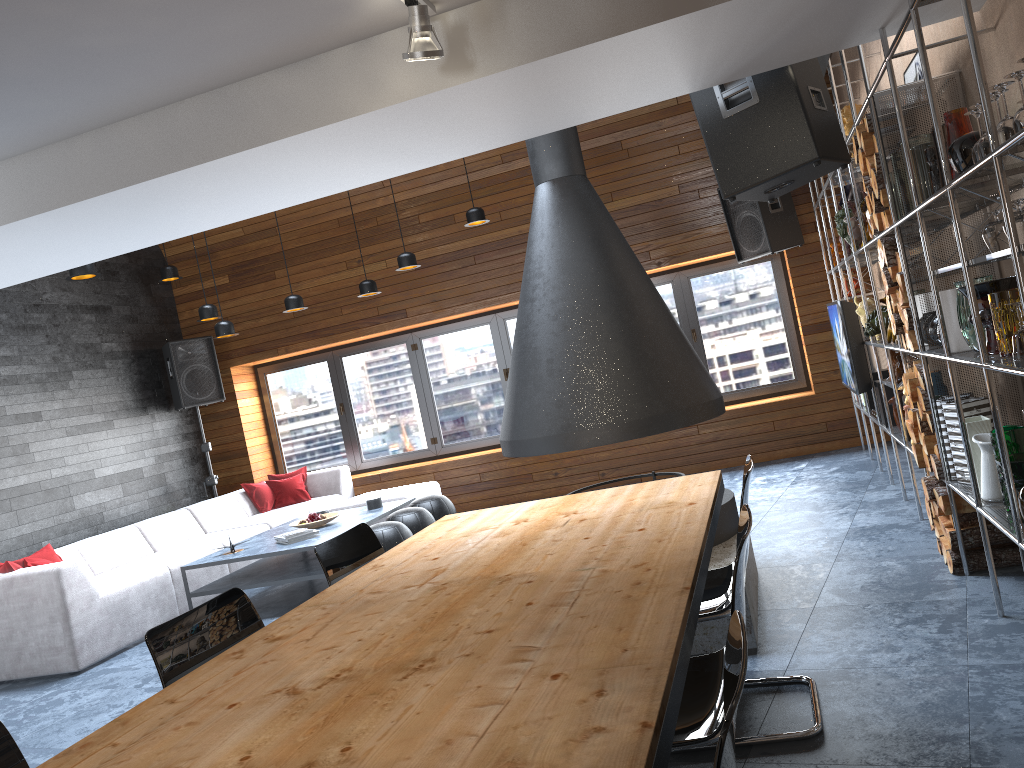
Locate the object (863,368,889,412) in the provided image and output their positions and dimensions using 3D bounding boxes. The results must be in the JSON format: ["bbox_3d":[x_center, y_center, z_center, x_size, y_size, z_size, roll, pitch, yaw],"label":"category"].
[{"bbox_3d":[2.842,0.040,6.702,0.343,0.303,0.175,-12,1,16],"label":"object"}]

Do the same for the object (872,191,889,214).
[{"bbox_3d":[1.795,-0.856,4.011,0.312,0.110,0.103,-12,1,20],"label":"object"}]

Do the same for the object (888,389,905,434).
[{"bbox_3d":[2.384,0.162,5.286,0.249,0.290,0.114,-11,1,41],"label":"object"}]

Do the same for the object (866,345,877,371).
[{"bbox_3d":[2.833,-0.080,6.939,0.112,0.533,0.112,-12,1,16],"label":"object"}]

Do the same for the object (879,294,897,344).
[{"bbox_3d":[2.238,-0.394,5.023,0.290,0.290,0.097,-12,1,-4],"label":"object"}]

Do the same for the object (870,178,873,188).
[{"bbox_3d":[1.808,-0.968,4.043,0.331,0.110,0.101,-12,1,14],"label":"object"}]

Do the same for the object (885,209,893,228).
[{"bbox_3d":[1.838,-0.777,3.972,0.303,0.095,0.087,-12,1,16],"label":"object"}]

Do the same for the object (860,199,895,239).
[{"bbox_3d":[2.094,-0.938,4.997,0.227,0.270,0.123,-12,1,16],"label":"object"}]

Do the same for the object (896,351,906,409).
[{"bbox_3d":[2.466,0.011,5.621,0.112,0.533,0.112,-12,1,16],"label":"object"}]

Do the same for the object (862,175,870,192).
[{"bbox_3d":[1.875,-0.997,4.288,0.331,0.110,0.107,-12,1,18],"label":"object"}]

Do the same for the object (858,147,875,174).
[{"bbox_3d":[1.773,-1.064,4.079,0.321,0.128,0.164,-12,1,17],"label":"object"}]

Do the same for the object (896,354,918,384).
[{"bbox_3d":[2.279,-0.096,5.094,0.210,0.168,0.105,-12,1,-34],"label":"object"}]

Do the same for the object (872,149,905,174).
[{"bbox_3d":[1.750,-0.984,3.876,0.309,0.121,0.111,-12,1,17],"label":"object"}]

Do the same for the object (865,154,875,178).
[{"bbox_3d":[1.766,-1.018,3.960,0.329,0.107,0.128,-12,1,16],"label":"object"}]

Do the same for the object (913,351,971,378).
[{"bbox_3d":[2.019,-0.086,4.076,0.312,0.150,0.140,-12,1,12],"label":"object"}]

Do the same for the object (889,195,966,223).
[{"bbox_3d":[1.817,-0.783,3.885,0.287,0.112,0.126,-12,1,16],"label":"object"}]

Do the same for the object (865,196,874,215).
[{"bbox_3d":[1.896,-0.905,4.304,0.321,0.109,0.110,-12,1,15],"label":"object"}]

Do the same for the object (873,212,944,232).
[{"bbox_3d":[1.911,-0.814,4.195,0.362,0.131,0.154,-12,1,16],"label":"object"}]

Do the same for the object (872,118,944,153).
[{"bbox_3d":[1.748,-1.085,3.884,0.299,0.114,0.135,-12,1,18],"label":"object"}]

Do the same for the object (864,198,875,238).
[{"bbox_3d":[2.060,-0.918,4.795,0.253,0.249,0.126,-12,1,21],"label":"object"}]

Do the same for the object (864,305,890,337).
[{"bbox_3d":[2.292,-0.375,5.280,0.192,0.221,0.403,-12,1,-37],"label":"object"}]

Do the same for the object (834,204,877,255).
[{"bbox_3d":[2.281,-1.027,5.844,0.255,0.356,0.167,-11,1,35],"label":"object"}]

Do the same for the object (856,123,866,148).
[{"bbox_3d":[1.739,-1.170,4.061,0.289,0.121,0.107,-12,1,15],"label":"object"}]

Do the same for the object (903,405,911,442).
[{"bbox_3d":[2.325,0.209,5.059,0.212,0.220,0.119,-12,1,-40],"label":"object"}]

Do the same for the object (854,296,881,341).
[{"bbox_3d":[2.351,-0.438,5.623,0.325,0.310,0.154,-12,1,1],"label":"object"}]

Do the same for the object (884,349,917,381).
[{"bbox_3d":[2.355,-0.135,5.304,0.217,0.214,0.108,-11,1,41],"label":"object"}]

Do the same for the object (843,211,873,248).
[{"bbox_3d":[2.217,-0.966,5.623,0.164,0.266,0.237,-11,1,33],"label":"object"}]

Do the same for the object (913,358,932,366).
[{"bbox_3d":[2.054,-0.081,4.169,0.289,0.121,0.107,-12,1,17],"label":"object"}]

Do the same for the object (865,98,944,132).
[{"bbox_3d":[1.717,-1.171,3.890,0.308,0.107,0.121,-12,1,20],"label":"object"}]

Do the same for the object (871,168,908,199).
[{"bbox_3d":[1.757,-0.922,3.932,0.285,0.143,0.143,-12,1,16],"label":"object"}]

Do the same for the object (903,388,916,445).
[{"bbox_3d":[2.240,0.156,4.709,0.170,0.363,0.375,-12,1,-18],"label":"object"}]

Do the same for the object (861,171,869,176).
[{"bbox_3d":[1.854,-1.061,4.288,0.308,0.120,0.098,-12,1,21],"label":"object"}]

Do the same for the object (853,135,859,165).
[{"bbox_3d":[1.804,-1.158,4.253,0.312,0.150,0.140,-12,1,20],"label":"object"}]

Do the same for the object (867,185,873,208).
[{"bbox_3d":[1.859,-0.931,4.195,0.329,0.135,0.095,-12,1,20],"label":"object"}]

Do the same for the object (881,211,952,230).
[{"bbox_3d":[1.864,-0.798,4.078,0.299,0.114,0.135,-12,1,18],"label":"object"}]

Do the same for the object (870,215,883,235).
[{"bbox_3d":[1.915,-0.812,4.296,0.330,0.105,0.107,-12,1,19],"label":"object"}]

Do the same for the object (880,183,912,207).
[{"bbox_3d":[1.774,-0.843,3.871,0.303,0.088,0.095,-12,1,18],"label":"object"}]

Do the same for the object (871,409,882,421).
[{"bbox_3d":[2.721,0.196,6.259,0.325,0.058,0.360,-12,1,16],"label":"object"}]

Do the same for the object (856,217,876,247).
[{"bbox_3d":[2.220,-0.933,5.316,0.272,0.207,0.137,-12,1,20],"label":"object"}]

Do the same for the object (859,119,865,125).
[{"bbox_3d":[1.801,-1.221,4.160,0.299,0.118,0.129,-12,1,14],"label":"object"}]

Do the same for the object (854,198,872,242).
[{"bbox_3d":[2.158,-0.958,5.153,0.290,0.290,0.097,-12,1,14],"label":"object"}]

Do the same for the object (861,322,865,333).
[{"bbox_3d":[2.902,-0.472,7.343,0.320,0.114,0.404,-12,1,16],"label":"object"}]

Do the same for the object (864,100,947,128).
[{"bbox_3d":[1.752,-1.193,3.953,0.330,0.103,0.102,-12,1,20],"label":"object"}]

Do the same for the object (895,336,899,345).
[{"bbox_3d":[2.107,-0.443,4.623,0.210,0.451,0.405,-12,1,8],"label":"object"}]

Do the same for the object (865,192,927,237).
[{"bbox_3d":[1.956,-0.907,4.488,0.314,0.280,0.151,-12,1,14],"label":"object"}]

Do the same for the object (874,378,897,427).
[{"bbox_3d":[2.600,0.100,5.834,0.343,0.303,0.175,-12,1,16],"label":"object"}]

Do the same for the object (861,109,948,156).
[{"bbox_3d":[1.765,-1.121,3.983,0.362,0.115,0.098,-12,1,17],"label":"object"}]
